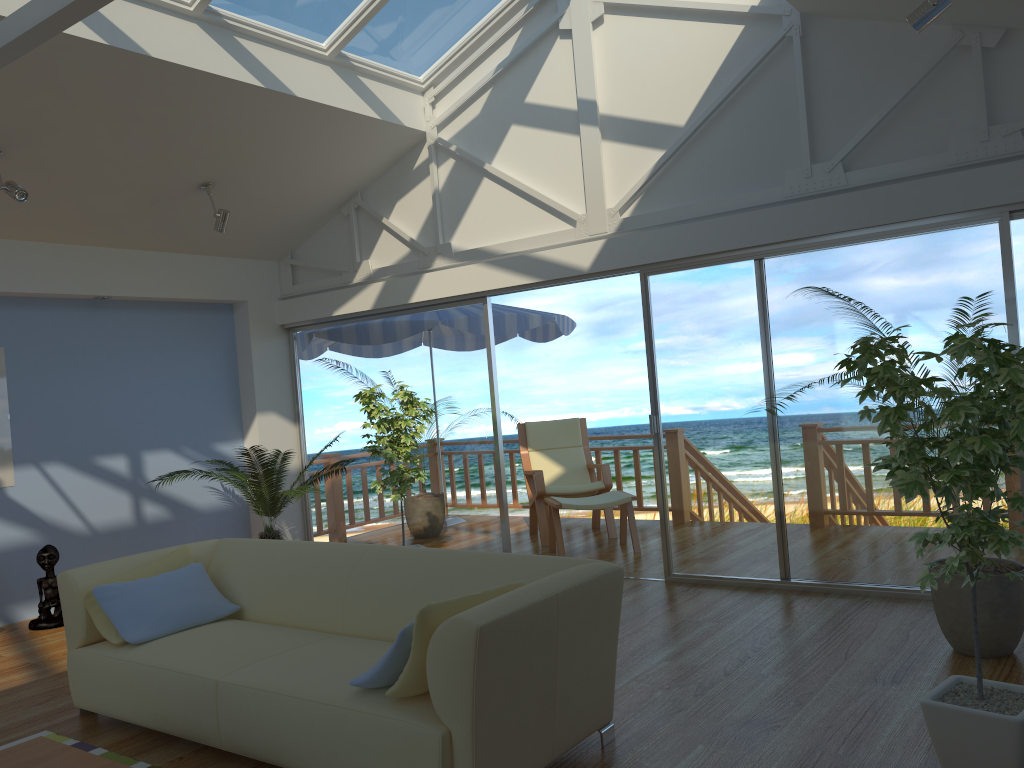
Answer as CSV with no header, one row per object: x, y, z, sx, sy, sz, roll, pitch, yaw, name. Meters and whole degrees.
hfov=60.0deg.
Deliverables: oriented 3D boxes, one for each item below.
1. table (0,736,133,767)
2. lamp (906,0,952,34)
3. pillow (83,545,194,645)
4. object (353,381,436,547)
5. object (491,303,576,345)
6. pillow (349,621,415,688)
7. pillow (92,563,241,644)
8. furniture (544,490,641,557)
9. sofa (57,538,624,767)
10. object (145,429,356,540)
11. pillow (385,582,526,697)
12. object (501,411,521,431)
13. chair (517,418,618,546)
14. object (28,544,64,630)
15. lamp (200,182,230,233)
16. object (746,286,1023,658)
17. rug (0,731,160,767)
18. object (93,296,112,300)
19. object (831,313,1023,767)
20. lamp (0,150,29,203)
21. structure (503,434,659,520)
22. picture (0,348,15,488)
-1.567,1.330,2.568,0.800,0.198,0.800,-5,0,36,table
1.648,-1.552,3.435,0.118,0.327,0.254,-5,0,-36,lamp
-1.605,0.937,3.999,0.275,0.312,0.571,-5,0,34,pillow
-0.771,0.685,6.152,0.495,1.409,0.699,-5,0,10,object
-0.761,0.227,8.855,2.775,2.341,2.775,-5,0,-31,object
-0.266,0.862,3.016,0.272,0.244,0.566,-5,0,39,pillow
-1.520,0.968,3.948,0.272,0.244,0.566,-5,0,34,pillow
0.607,1.067,6.750,0.619,0.427,0.449,-5,0,-9,furniture
-0.808,1.025,3.590,2.448,0.597,0.950,-5,0,36,sofa
-1.844,0.932,6.575,1.413,1.093,1.488,-5,0,19,object
-0.175,0.817,2.932,0.201,0.311,0.559,-5,0,37,pillow
-0.738,0.546,8.136,1.563,1.695,1.706,-5,0,28,object
0.451,0.806,7.641,0.632,0.982,0.859,-5,0,-9,chair
-3.022,1.315,5.804,0.291,0.517,0.292,-5,0,-18,object
-2.056,-1.226,6.173,0.194,0.353,0.125,-5,0,19,lamp
1.968,0.308,3.735,1.706,1.695,1.563,-5,0,28,object
-1.551,1.437,2.581,2.100,0.018,1.400,-5,0,36,rug
-2.995,-0.647,6.483,0.122,0.050,0.122,-5,0,20,object
1.397,0.495,2.719,0.699,1.409,0.495,-5,0,-10,object
-2.860,-1.178,5.033,0.254,0.327,0.118,-5,0,19,lamp
2.051,1.226,7.525,6.950,2.064,4.086,-5,0,36,structure
-3.820,0.253,5.426,0.005,0.937,1.419,-5,0,36,picture
